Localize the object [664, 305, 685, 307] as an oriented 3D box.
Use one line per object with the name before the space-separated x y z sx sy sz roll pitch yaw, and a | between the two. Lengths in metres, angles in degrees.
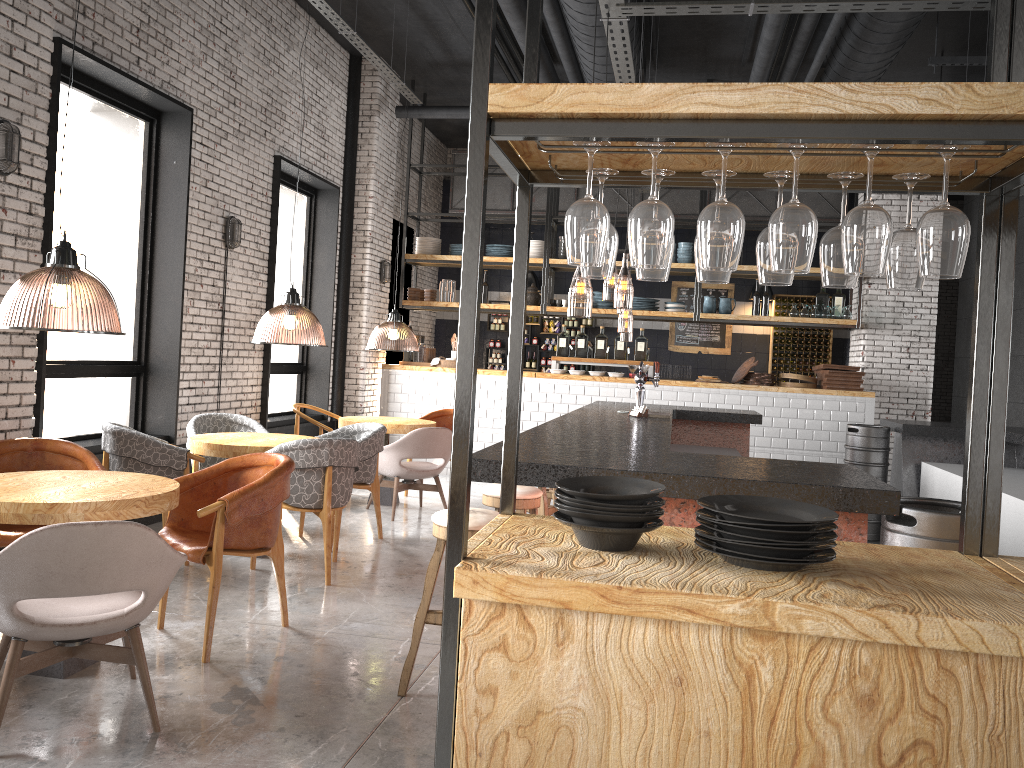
object | 2.048 -0.971 11.157 0.263 0.028 0.263 4 2 38

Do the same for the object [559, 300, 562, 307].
object | 0.607 -1.020 11.318 0.072 0.097 0.072 3 1 -3

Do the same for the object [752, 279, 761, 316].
object | 3.034 -1.064 10.990 0.098 0.471 0.098 3 1 -1

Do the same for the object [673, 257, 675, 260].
object | 1.952 -1.567 11.175 0.210 0.069 0.210 2 2 -24

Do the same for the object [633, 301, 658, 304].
object | 1.645 -1.024 11.229 0.454 0.065 0.453 2 2 -27

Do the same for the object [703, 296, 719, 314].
object | 2.489 -0.975 11.072 0.198 0.230 0.166 3 1 17

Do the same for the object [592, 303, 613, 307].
object | 1.197 -0.992 11.317 0.373 0.067 0.372 3 2 -8

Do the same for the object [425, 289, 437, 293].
object | -1.088 -1.224 11.762 0.157 0.053 0.168 4 2 15

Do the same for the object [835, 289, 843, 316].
object | 3.991 -1.047 10.840 0.140 0.550 0.096 3 1 15

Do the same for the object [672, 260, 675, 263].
object | 1.951 -1.524 11.176 0.210 0.065 0.210 4 2 28

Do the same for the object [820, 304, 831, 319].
object | 3.781 -0.870 10.692 0.118 0.181 0.118 3 1 -13

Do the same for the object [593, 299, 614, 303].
object | 1.204 -1.044 11.312 0.372 0.071 0.373 4 2 22

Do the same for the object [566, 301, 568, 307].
object | 0.684 -1.015 11.304 0.072 0.097 0.072 3 1 12

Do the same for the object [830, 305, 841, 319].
object | 3.904 -0.863 10.688 0.118 0.181 0.118 3 1 -6

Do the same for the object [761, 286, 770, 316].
object | 3.139 -1.058 10.970 0.098 0.471 0.098 3 1 18

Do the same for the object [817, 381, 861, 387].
object | 3.824 0.002 10.392 0.405 0.044 0.636 4 2 13

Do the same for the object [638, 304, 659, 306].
object | 1.641 -1.001 11.230 0.452 0.062 0.454 2 2 -35

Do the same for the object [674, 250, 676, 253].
object | 1.954 -1.655 11.174 0.210 0.078 0.210 4 2 33

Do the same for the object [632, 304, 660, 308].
object | 1.643 -0.976 11.231 0.454 0.050 0.454 4 2 31

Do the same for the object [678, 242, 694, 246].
object | 2.186 -1.717 11.110 0.219 0.091 0.218 4 2 28

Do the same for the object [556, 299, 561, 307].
object | 0.586 -1.018 11.203 0.072 0.097 0.072 4 1 32

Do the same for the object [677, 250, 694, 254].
object | 2.175 -1.622 11.111 0.218 0.092 0.218 2 2 -44

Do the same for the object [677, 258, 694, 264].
object | 2.173 -1.524 11.108 0.218 0.085 0.219 3 2 -20

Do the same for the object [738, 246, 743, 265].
object | 2.792 -1.670 10.896 0.098 0.458 0.098 3 1 -12

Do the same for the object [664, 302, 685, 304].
object | 2.050 -1.011 11.156 0.265 0.037 0.265 3 2 5

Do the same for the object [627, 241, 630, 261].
object | 1.495 -1.757 11.212 0.098 0.471 0.098 3 1 33

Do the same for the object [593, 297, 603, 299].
object | 1.204 -1.074 11.314 0.334 0.052 0.335 2 2 -41

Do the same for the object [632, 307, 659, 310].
object | 1.639 -0.952 11.232 0.454 0.042 0.454 3 2 -15

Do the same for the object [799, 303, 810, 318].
object | 3.541 -0.884 10.732 0.118 0.181 0.118 3 1 -30

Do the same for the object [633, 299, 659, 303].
object | 1.645 -1.047 11.230 0.454 0.048 0.453 4 2 37

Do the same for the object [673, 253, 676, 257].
object | 1.957 -1.611 11.177 0.210 0.074 0.210 3 2 -15

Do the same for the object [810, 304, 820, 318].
object | 3.660 -0.877 10.701 0.118 0.181 0.118 4 1 44

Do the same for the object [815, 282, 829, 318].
object | 3.804 -1.056 10.865 0.157 0.554 0.105 3 1 15

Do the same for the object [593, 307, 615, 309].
object | 1.196 -0.956 11.314 0.334 0.033 0.335 3 2 -20

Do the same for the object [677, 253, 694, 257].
object | 2.172 -1.590 11.108 0.218 0.092 0.219 3 1 0

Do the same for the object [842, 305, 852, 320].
object | 4.014 -0.855 10.614 0.118 0.181 0.118 4 1 34

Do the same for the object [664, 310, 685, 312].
object | 2.045 -0.905 11.157 0.263 0.026 0.263 2 2 -44

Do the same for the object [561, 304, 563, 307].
object | 0.628 -1.022 11.433 0.072 0.097 0.072 4 1 42

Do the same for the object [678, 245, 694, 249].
object | 2.188 -1.686 11.108 0.218 0.096 0.219 3 1 -6

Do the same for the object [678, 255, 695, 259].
object | 2.180 -1.557 11.108 0.218 0.093 0.219 3 1 -6

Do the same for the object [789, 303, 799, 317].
object | 3.425 -0.892 10.772 0.118 0.181 0.118 3 1 -26

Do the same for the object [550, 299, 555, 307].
object | 0.510 -1.022 11.217 0.072 0.097 0.072 4 1 33

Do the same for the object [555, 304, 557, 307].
object | 0.552 -1.026 11.448 0.072 0.097 0.072 3 1 -2

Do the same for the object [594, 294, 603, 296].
object | 1.204 -1.116 11.313 0.335 0.036 0.335 3 2 0

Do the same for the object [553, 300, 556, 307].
object | 0.531 -1.024 11.332 0.072 0.097 0.072 3 1 10

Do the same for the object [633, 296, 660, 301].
object | 1.649 -1.071 11.230 0.453 0.062 0.454 4 2 26

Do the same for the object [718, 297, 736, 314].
object | 2.661 -0.965 11.028 0.166 0.230 0.198 3 1 -19

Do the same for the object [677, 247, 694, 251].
object | 2.177 -1.654 11.111 0.218 0.092 0.218 2 2 -39

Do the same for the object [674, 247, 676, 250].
object | 1.959 -1.697 11.171 0.210 0.076 0.210 3 2 -15

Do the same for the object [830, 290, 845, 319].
object | 3.988 -0.971 10.846 0.157 0.405 0.105 3 1 15

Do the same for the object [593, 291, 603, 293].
object | 1.206 -1.150 11.312 0.373 0.050 0.373 4 2 32

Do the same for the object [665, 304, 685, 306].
object | 2.049 -0.982 11.156 0.263 0.029 0.263 3 2 -13

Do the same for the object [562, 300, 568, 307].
object | 0.663 -1.013 11.189 0.072 0.097 0.072 2 1 -40

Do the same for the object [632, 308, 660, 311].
object | 1.639 -0.928 11.232 0.454 0.033 0.454 3 2 -7

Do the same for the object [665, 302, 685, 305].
object | 2.050 -1.000 11.156 0.265 0.034 0.265 4 2 23

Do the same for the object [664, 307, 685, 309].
object | 2.046 -0.946 11.157 0.265 0.038 0.265 4 2 33
